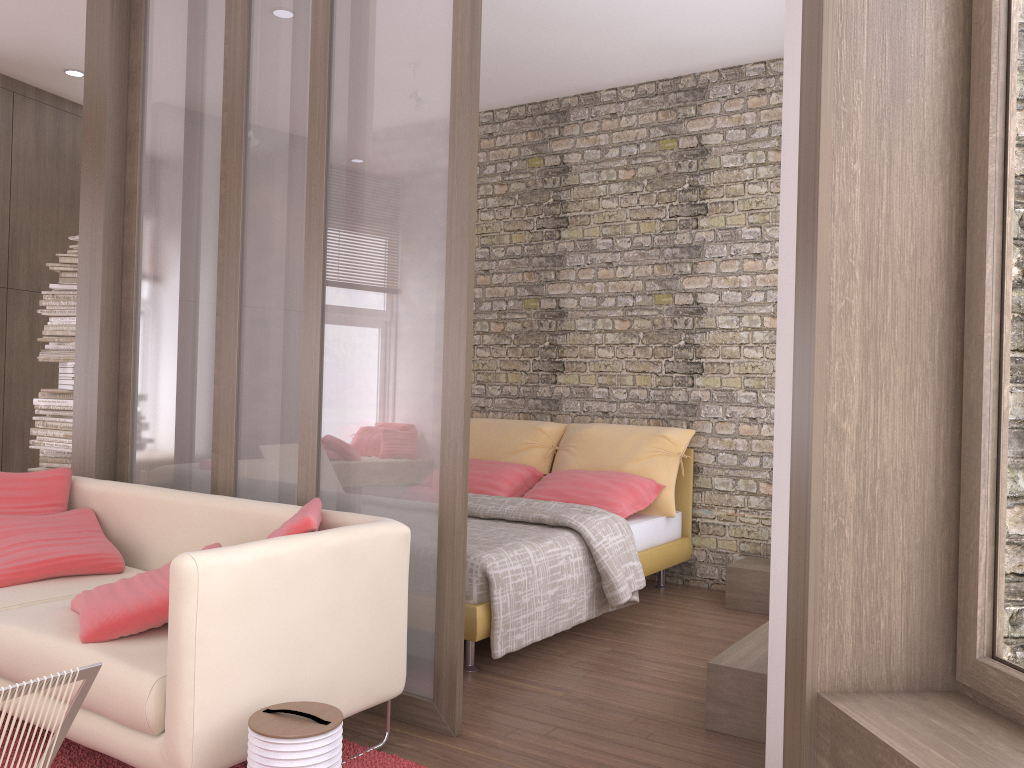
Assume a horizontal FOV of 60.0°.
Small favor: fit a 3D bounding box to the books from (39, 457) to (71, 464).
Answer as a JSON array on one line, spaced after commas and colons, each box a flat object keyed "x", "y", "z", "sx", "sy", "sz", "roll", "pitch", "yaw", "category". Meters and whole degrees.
[{"x": -2.589, "y": 0.458, "z": 5.393, "sx": 0.396, "sy": 0.033, "sz": 0.310, "roll": 2, "pitch": 0, "yaw": 13, "category": "books"}]

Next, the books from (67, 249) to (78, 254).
[{"x": -2.549, "y": -0.807, "z": 5.458, "sx": 0.327, "sy": 0.023, "sz": 0.198, "roll": 1, "pitch": 0, "yaw": 33, "category": "books"}]

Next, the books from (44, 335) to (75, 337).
[{"x": -2.618, "y": -0.284, "z": 5.454, "sx": 0.395, "sy": 0.009, "sz": 0.233, "roll": 2, "pitch": 0, "yaw": 8, "category": "books"}]

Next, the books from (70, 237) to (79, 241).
[{"x": -2.530, "y": -0.881, "z": 5.437, "sx": 0.277, "sy": 0.008, "sz": 0.216, "roll": 1, "pitch": 0, "yaw": 33, "category": "books"}]

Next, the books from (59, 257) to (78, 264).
[{"x": -2.542, "y": -0.737, "z": 5.443, "sx": 0.351, "sy": 0.036, "sz": 0.275, "roll": 2, "pitch": 0, "yaw": -7, "category": "books"}]

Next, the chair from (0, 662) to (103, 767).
[{"x": -1.183, "y": 0.792, "z": 1.310, "sx": 0.853, "sy": 0.762, "sz": 0.739, "roll": 1, "pitch": 0, "yaw": 33, "category": "chair"}]

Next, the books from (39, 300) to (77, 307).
[{"x": -2.618, "y": -0.482, "z": 5.453, "sx": 0.401, "sy": 0.035, "sz": 0.315, "roll": 2, "pitch": 0, "yaw": 13, "category": "books"}]

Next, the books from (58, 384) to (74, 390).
[{"x": -2.572, "y": 0.022, "z": 5.449, "sx": 0.322, "sy": 0.030, "sz": 0.435, "roll": 2, "pitch": 0, "yaw": -37, "category": "books"}]

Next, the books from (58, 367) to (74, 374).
[{"x": -2.580, "y": -0.079, "z": 5.453, "sx": 0.308, "sy": 0.036, "sz": 0.417, "roll": 2, "pitch": 0, "yaw": -37, "category": "books"}]

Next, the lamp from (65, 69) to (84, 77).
[{"x": -2.928, "y": -2.082, "z": 5.937, "sx": 0.119, "sy": 0.010, "sz": 0.119, "roll": 2, "pitch": 0, "yaw": 13, "category": "lamp"}]

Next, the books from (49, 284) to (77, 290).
[{"x": -2.574, "y": -0.579, "z": 5.444, "sx": 0.404, "sy": 0.026, "sz": 0.266, "roll": 2, "pitch": 0, "yaw": -7, "category": "books"}]

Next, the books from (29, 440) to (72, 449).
[{"x": -2.603, "y": 0.367, "z": 5.450, "sx": 0.612, "sy": 0.028, "sz": 0.399, "roll": 1, "pitch": 0, "yaw": 33, "category": "books"}]

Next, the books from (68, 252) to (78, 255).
[{"x": -2.537, "y": -0.782, "z": 5.446, "sx": 0.272, "sy": 0.023, "sz": 0.201, "roll": 2, "pitch": 0, "yaw": 13, "category": "books"}]

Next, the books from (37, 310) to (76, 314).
[{"x": -2.609, "y": -0.431, "z": 5.457, "sx": 0.470, "sy": 0.022, "sz": 0.306, "roll": 2, "pitch": 0, "yaw": 13, "category": "books"}]

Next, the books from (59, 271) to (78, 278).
[{"x": -2.558, "y": -0.657, "z": 5.474, "sx": 0.371, "sy": 0.036, "sz": 0.211, "roll": 2, "pitch": 0, "yaw": -7, "category": "books"}]

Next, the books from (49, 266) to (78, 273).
[{"x": -2.575, "y": -0.687, "z": 5.448, "sx": 0.412, "sy": 0.019, "sz": 0.259, "roll": 2, "pitch": 0, "yaw": -7, "category": "books"}]

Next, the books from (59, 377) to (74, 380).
[{"x": -2.588, "y": -0.031, "z": 5.450, "sx": 0.294, "sy": 0.013, "sz": 0.413, "roll": 2, "pitch": 0, "yaw": -37, "category": "books"}]

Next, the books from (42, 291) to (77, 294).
[{"x": -2.612, "y": -0.545, "z": 5.454, "sx": 0.392, "sy": 0.015, "sz": 0.306, "roll": 2, "pitch": 0, "yaw": 13, "category": "books"}]

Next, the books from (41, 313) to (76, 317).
[{"x": -2.580, "y": -0.412, "z": 5.424, "sx": 0.416, "sy": 0.012, "sz": 0.324, "roll": 2, "pitch": 0, "yaw": 13, "category": "books"}]

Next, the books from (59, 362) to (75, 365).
[{"x": -2.547, "y": -0.118, "z": 5.425, "sx": 0.326, "sy": 0.018, "sz": 0.500, "roll": 2, "pitch": 0, "yaw": -37, "category": "books"}]

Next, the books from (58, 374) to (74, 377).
[{"x": -2.555, "y": -0.048, "z": 5.430, "sx": 0.323, "sy": 0.020, "sz": 0.484, "roll": 2, "pitch": 0, "yaw": -37, "category": "books"}]

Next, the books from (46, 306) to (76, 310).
[{"x": -2.557, "y": -0.452, "z": 5.451, "sx": 0.434, "sy": 0.019, "sz": 0.324, "roll": 2, "pitch": 0, "yaw": 13, "category": "books"}]

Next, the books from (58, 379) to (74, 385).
[{"x": -2.546, "y": -0.008, "z": 5.412, "sx": 0.317, "sy": 0.030, "sz": 0.524, "roll": 2, "pitch": 0, "yaw": -37, "category": "books"}]

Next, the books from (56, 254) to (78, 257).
[{"x": -2.548, "y": -0.764, "z": 5.437, "sx": 0.366, "sy": 0.012, "sz": 0.287, "roll": 2, "pitch": 0, "yaw": -7, "category": "books"}]

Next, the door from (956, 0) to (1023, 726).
[{"x": 1.254, "y": -0.377, "z": 1.324, "sx": 0.142, "sy": 2.275, "sz": 1.800, "roll": 2, "pitch": 0, "yaw": -7, "category": "door"}]

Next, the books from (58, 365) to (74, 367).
[{"x": -2.557, "y": -0.103, "z": 5.454, "sx": 0.345, "sy": 0.010, "sz": 0.443, "roll": 2, "pitch": 0, "yaw": -37, "category": "books"}]

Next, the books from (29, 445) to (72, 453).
[{"x": -2.582, "y": 0.391, "z": 5.397, "sx": 0.542, "sy": 0.016, "sz": 0.423, "roll": 1, "pitch": 0, "yaw": 33, "category": "books"}]

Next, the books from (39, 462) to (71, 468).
[{"x": -2.590, "y": 0.487, "z": 5.393, "sx": 0.396, "sy": 0.024, "sz": 0.310, "roll": 2, "pitch": 0, "yaw": 13, "category": "books"}]

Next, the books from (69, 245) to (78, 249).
[{"x": -2.539, "y": -0.838, "z": 5.450, "sx": 0.303, "sy": 0.015, "sz": 0.202, "roll": 1, "pitch": 0, "yaw": 33, "category": "books"}]

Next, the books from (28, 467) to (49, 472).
[{"x": -2.635, "y": 0.525, "z": 5.410, "sx": 0.488, "sy": 0.018, "sz": 0.296, "roll": 2, "pitch": 0, "yaw": 13, "category": "books"}]

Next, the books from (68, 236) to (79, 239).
[{"x": -2.542, "y": -0.893, "z": 5.452, "sx": 0.313, "sy": 0.014, "sz": 0.204, "roll": 1, "pitch": 0, "yaw": 33, "category": "books"}]

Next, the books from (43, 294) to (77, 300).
[{"x": -2.595, "y": -0.518, "z": 5.469, "sx": 0.416, "sy": 0.035, "sz": 0.323, "roll": 2, "pitch": 0, "yaw": 13, "category": "books"}]

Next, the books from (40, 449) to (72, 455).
[{"x": -2.588, "y": 0.410, "z": 5.393, "sx": 0.396, "sy": 0.024, "sz": 0.310, "roll": 2, "pitch": 0, "yaw": 13, "category": "books"}]

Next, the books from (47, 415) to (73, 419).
[{"x": -2.549, "y": 0.201, "z": 5.441, "sx": 0.542, "sy": 0.020, "sz": 0.320, "roll": 1, "pitch": 0, "yaw": 33, "category": "books"}]

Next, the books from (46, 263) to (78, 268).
[{"x": -2.586, "y": -0.708, "z": 5.452, "sx": 0.435, "sy": 0.019, "sz": 0.248, "roll": 2, "pitch": 0, "yaw": -7, "category": "books"}]

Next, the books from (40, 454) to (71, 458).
[{"x": -2.592, "y": 0.431, "z": 5.399, "sx": 0.405, "sy": 0.018, "sz": 0.300, "roll": 2, "pitch": 0, "yaw": 13, "category": "books"}]

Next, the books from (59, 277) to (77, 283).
[{"x": -2.559, "y": -0.620, "z": 5.473, "sx": 0.371, "sy": 0.036, "sz": 0.211, "roll": 2, "pitch": 0, "yaw": -7, "category": "books"}]

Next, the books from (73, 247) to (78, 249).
[{"x": -2.522, "y": -0.824, "z": 5.449, "sx": 0.258, "sy": 0.010, "sz": 0.183, "roll": 1, "pitch": 0, "yaw": 18, "category": "books"}]

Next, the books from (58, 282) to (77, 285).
[{"x": -2.546, "y": -0.597, "z": 5.438, "sx": 0.351, "sy": 0.010, "sz": 0.284, "roll": 2, "pitch": 0, "yaw": -7, "category": "books"}]
